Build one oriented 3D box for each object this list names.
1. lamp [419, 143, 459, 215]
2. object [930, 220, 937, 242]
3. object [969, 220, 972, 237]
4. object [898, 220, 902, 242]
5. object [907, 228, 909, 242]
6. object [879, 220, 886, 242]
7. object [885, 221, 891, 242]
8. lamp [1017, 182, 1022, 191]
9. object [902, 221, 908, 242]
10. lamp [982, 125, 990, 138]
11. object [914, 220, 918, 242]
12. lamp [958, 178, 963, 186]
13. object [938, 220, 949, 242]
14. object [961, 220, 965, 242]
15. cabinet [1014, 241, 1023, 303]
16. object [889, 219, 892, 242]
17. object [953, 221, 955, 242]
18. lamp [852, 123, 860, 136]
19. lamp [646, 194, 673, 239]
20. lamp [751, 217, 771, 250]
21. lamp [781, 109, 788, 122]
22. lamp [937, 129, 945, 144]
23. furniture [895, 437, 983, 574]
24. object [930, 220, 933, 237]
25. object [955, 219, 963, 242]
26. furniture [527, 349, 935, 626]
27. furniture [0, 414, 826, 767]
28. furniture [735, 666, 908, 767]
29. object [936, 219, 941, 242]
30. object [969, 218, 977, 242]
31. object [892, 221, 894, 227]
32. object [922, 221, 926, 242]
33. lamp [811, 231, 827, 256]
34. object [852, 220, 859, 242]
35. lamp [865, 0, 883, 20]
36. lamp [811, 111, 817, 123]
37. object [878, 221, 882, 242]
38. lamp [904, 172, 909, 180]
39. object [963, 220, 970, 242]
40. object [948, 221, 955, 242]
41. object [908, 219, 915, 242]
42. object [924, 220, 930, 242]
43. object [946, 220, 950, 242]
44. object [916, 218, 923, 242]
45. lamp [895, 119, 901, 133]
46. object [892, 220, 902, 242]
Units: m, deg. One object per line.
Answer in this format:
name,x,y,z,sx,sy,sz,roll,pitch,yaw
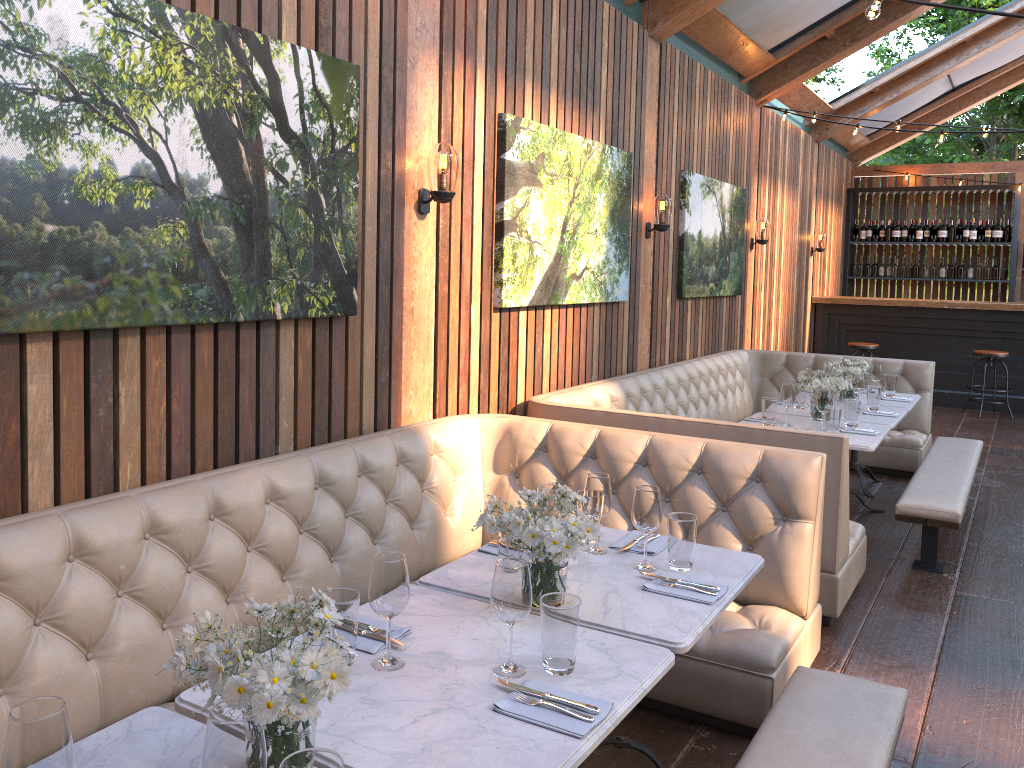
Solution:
lamp,-0.324,-0.925,3.984,0.178,0.319,0.146,4,5,30
object,5.930,-2.148,12.439,0.077,0.308,0.078,2,4,9
object,6.373,-2.120,12.297,0.078,0.311,0.078,3,4,25
object,5.617,-2.216,12.839,0.081,0.322,0.081,2,4,9
object,5.680,-2.193,12.758,0.075,0.301,0.075,-2,5,-43
object,5.368,-2.212,12.814,0.078,0.311,0.078,3,4,25
object,5.418,-2.196,12.737,0.075,0.301,0.075,-2,5,-43
lamp,6.753,-2.626,11.769,0.056,0.118,0.062,5,6,36
object,5.621,-2.182,12.652,0.077,0.305,0.077,-2,5,-43
lamp,4.371,-2.329,8.171,0.056,0.119,0.059,0,5,-16
object,5.780,-2.184,12.669,0.136,0.314,0.137,1,4,-8
lamp,6.245,-2.814,12.321,0.058,0.119,0.057,0,5,-15
object,6.052,-2.145,12.425,0.136,0.314,0.137,1,4,-8
object,6.296,-2.135,12.393,0.136,0.314,0.137,1,4,-8
cabinet,7.863,-0.826,11.578,2.279,2.084,0.495,5,5,30
object,5.489,-2.226,12.862,0.087,0.333,0.088,2,4,10
object,6.184,-2.140,12.434,0.077,0.305,0.077,-2,5,-43
lamp,3.072,-2.275,7.909,0.066,0.117,0.057,-1,5,-31
lamp,1.060,-1.202,6.339,0.178,0.319,0.146,4,5,30
lamp,2.452,-1.481,8.708,0.178,0.319,0.146,4,5,30
lamp,2.603,-2.568,8.457,0.056,0.117,0.065,1,5,-10
lamp,3.572,-2.061,7.360,0.056,0.120,0.056,-3,6,-44
furniture,2.702,0.698,5.522,0.313,0.397,2.337,4,8,30
object,5.962,-2.163,12.552,0.078,0.311,0.078,3,4,25
object,6.214,-2.130,12.295,0.081,0.322,0.081,2,4,9
furniture,1.752,0.372,6.071,1.713,0.855,4.174,5,8,30
furniture,-0.537,0.830,2.175,1.713,0.855,4.174,5,8,30
furniture,0.414,1.156,1.629,0.313,0.397,2.337,4,8,30
object,6.063,-2.172,12.554,0.087,0.333,0.088,2,4,10
object,6.360,-2.117,12.194,0.087,0.333,0.088,2,4,10
object,5.557,-2.219,12.921,0.077,0.305,0.077,-2,5,-43
object,5.904,-2.179,12.665,0.077,0.308,0.078,2,4,9
lamp,3.849,-1.761,11.085,0.178,0.319,0.146,4,5,30
object,5.058,-2.253,13.021,0.081,0.323,0.171,2,5,15
lamp,1.416,-1.482,3.454,0.056,0.115,0.071,-2,6,-37
lamp,2.914,-2.575,8.528,0.056,0.120,0.057,1,4,-9
object,5.384,-2.223,12.906,0.077,0.308,0.078,2,4,9
lamp,5.728,-3.020,12.846,0.056,0.117,0.067,3,5,16
object,6.281,-2.110,12.229,0.077,0.305,0.077,-2,5,-43
object,6.134,-2.127,12.343,0.075,0.301,0.076,2,4,13
object,5.685,-2.181,12.583,0.081,0.322,0.081,2,4,9
object,5.876,-2.162,12.523,0.078,0.311,0.078,3,4,25
object,6.153,-2.160,12.516,0.081,0.322,0.081,2,4,9
object,5.776,-2.176,12.536,0.087,0.333,0.088,2,4,10
lamp,3.649,-2.437,8.364,0.056,0.118,0.061,-3,6,-44
object,5.541,-2.199,12.739,0.136,0.314,0.137,1,4,-8
